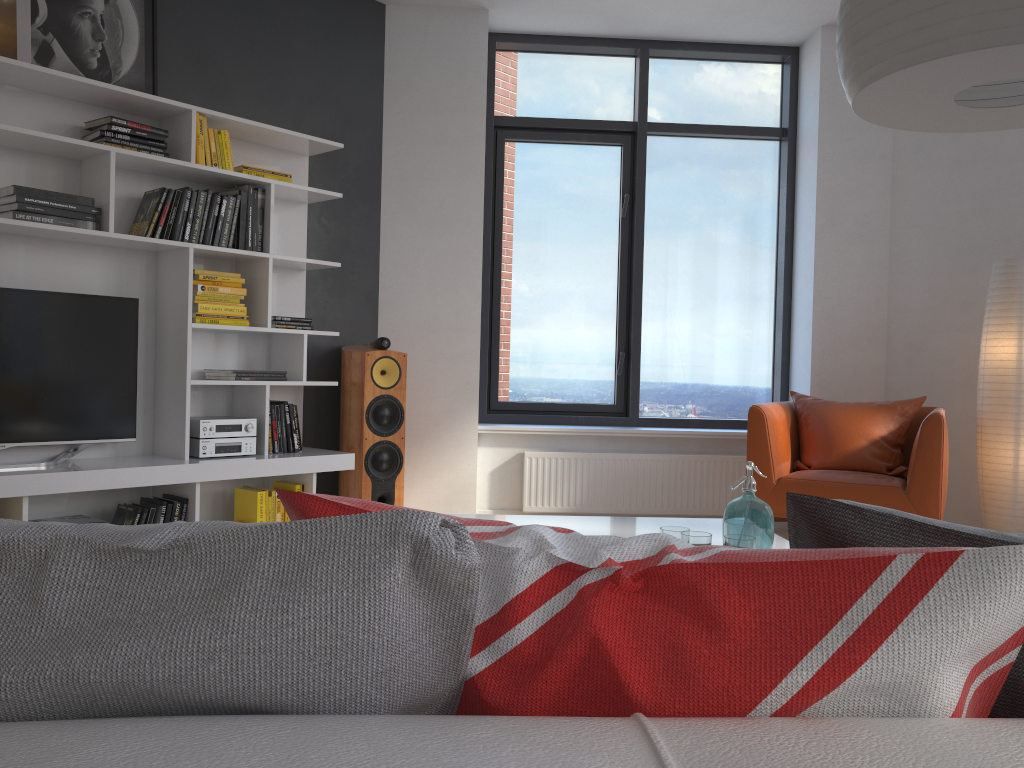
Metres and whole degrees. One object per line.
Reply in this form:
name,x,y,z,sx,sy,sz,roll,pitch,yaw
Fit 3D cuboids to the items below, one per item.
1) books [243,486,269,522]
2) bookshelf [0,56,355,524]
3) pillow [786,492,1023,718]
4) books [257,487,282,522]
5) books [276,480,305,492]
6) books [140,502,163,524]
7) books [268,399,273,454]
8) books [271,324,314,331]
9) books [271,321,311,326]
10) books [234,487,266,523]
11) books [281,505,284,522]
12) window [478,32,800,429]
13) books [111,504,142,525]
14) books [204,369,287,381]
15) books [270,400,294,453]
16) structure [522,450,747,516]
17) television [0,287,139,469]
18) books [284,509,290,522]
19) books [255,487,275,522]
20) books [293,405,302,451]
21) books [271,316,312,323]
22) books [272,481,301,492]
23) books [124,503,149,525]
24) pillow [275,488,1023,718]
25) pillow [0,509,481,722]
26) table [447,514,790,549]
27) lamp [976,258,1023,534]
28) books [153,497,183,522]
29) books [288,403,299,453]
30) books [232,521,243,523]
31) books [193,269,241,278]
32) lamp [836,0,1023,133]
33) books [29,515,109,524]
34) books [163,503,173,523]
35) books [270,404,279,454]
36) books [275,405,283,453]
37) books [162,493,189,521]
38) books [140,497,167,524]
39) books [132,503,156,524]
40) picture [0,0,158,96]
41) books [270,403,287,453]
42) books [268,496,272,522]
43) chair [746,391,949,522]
books,-1.224,0.625,4.225,0.199,0.263,0.015,2,1,42
bookshelf,-1.936,-0.199,3.428,0.455,2.052,3.000,2,1,42
pillow,1.258,0.314,0.817,2.120,0.436,0.608,1,1,-7
books,-1.177,0.630,4.271,0.185,0.250,0.035,2,1,42
books,-1.098,0.621,4.383,0.213,0.270,0.025,2,1,42
books,-1.569,0.633,3.804,0.172,0.242,0.069,2,1,43
books,-1.235,0.201,4.311,0.202,0.268,0.053,2,1,42
books,-1.116,-0.279,4.384,0.213,0.023,0.161,1,1,-45
books,-1.118,-0.298,4.384,0.142,0.015,0.198,2,1,40
books,-1.243,0.627,4.201,0.198,0.255,0.044,2,1,42
books,-1.159,0.636,4.295,0.169,0.239,0.023,2,1,42
window,0.786,-0.933,5.586,1.960,2.402,0.170,1,1,-3
books,-1.652,0.635,3.744,0.182,0.234,0.104,2,1,42
books,-1.284,-0.043,4.275,0.250,0.047,0.310,2,1,37
books,-1.158,0.209,4.386,0.193,0.255,0.066,2,1,41
structure,0.794,0.642,5.281,1.474,0.460,0.110,1,1,-3
television,-2.027,-0.028,3.498,0.207,0.704,1.102,2,1,42
books,-1.140,0.639,4.310,0.172,0.234,0.024,2,1,42
books,-1.196,0.629,4.253,0.180,0.251,0.019,2,1,42
books,-1.134,0.218,4.449,0.179,0.233,0.077,2,1,42
books,-1.127,-0.318,4.396,0.213,0.023,0.161,1,1,-45
books,-1.110,0.621,4.357,0.204,0.270,0.029,2,1,42
books,-1.633,0.636,3.772,0.187,0.234,0.096,2,1,42
pillow,0.932,0.332,0.792,2.250,0.449,0.575,1,1,-6
pillow,0.819,0.294,1.118,2.953,0.453,0.647,1,1,-15
table,0.280,0.671,2.448,1.091,0.435,1.091,1,1,-3
lamp,2.638,0.161,4.260,0.502,1.550,0.804,1,1,-43
books,-1.529,0.628,3.885,0.191,0.249,0.084,2,1,42
books,-1.132,0.215,4.403,0.177,0.242,0.066,2,1,42
books,-1.329,0.666,4.113,0.138,0.026,0.186,2,1,42
books,-1.417,-0.512,4.166,0.223,0.023,0.163,1,1,-44
lamp,2.030,-0.357,0.980,3.199,2.647,0.710,2,1,33
books,-1.845,0.586,3.604,0.250,0.047,0.310,2,1,37
books,-1.551,0.633,3.854,0.179,0.243,0.068,2,1,41
books,-1.211,0.217,4.332,0.189,0.240,0.053,2,1,42
books,-1.190,0.218,4.346,0.170,0.236,0.049,2,1,42
books,-1.507,0.623,3.911,0.197,0.260,0.066,2,1,42
books,-1.573,0.625,3.838,0.192,0.254,0.075,2,1,41
books,-1.602,0.636,3.786,0.169,0.233,0.081,2,1,41
picture,-2.040,-1.579,3.561,0.076,0.707,1.279,2,1,42
books,-1.169,0.214,4.357,0.169,0.242,0.050,2,1,41
books,-1.197,0.643,4.225,0.156,0.229,0.024,2,1,42
chair,1.724,0.477,4.496,0.896,0.858,0.843,2,1,29
